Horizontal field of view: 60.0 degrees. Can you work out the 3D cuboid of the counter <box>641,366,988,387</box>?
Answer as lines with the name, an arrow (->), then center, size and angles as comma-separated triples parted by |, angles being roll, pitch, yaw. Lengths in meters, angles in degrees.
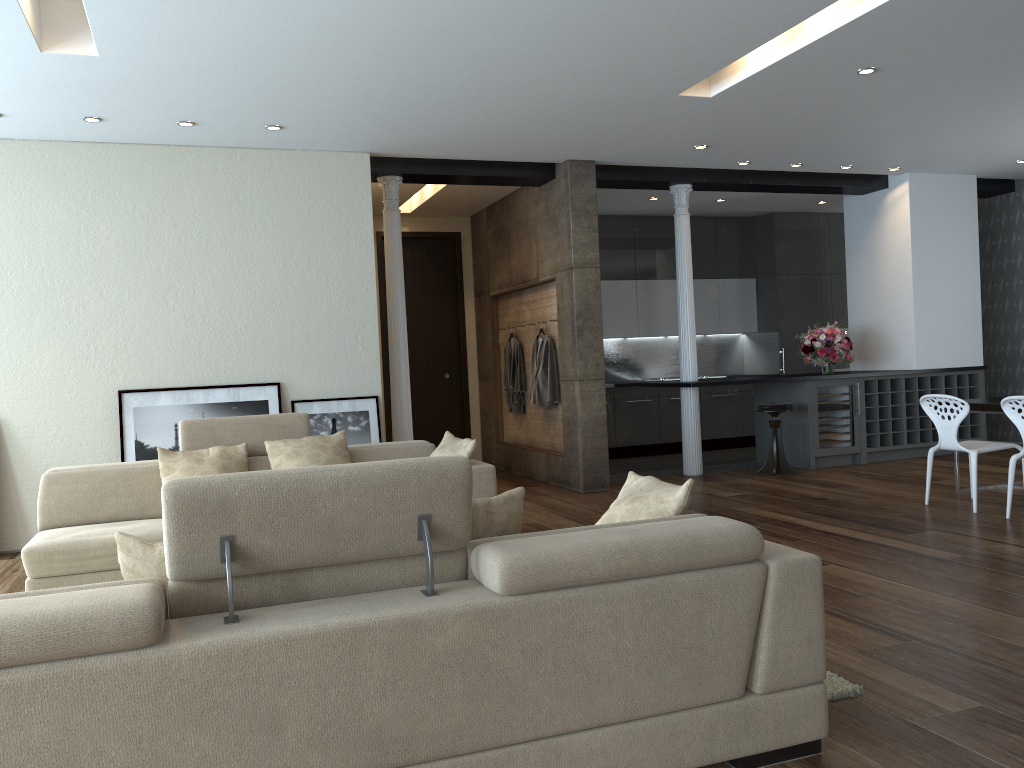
counter -> 3.256, -0.085, 9.458 | 3.700, 0.040, 1.000 | -3, 1, -20

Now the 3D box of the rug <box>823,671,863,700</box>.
rug -> -1.288, 1.162, 3.730 | 4.231, 0.020, 2.972 | -3, 1, -20

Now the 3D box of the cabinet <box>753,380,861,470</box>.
cabinet -> 3.118, 0.392, 9.410 | 0.642, 0.897, 0.900 | -3, 1, -20

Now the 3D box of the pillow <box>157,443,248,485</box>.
pillow -> -1.816, 0.571, 5.274 | 0.519, 0.416, 0.368 | -3, 1, -24

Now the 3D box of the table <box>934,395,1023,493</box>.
table -> 4.540, 0.483, 5.731 | 1.200, 0.733, 3.400 | -3, 1, -20

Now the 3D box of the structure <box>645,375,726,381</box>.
structure -> 2.216, -0.062, 11.322 | 0.900, 0.066, 0.520 | -3, 1, -20

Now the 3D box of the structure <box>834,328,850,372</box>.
structure -> 4.435, -0.445, 12.041 | 0.595, 0.596, 0.591 | -3, 1, -20

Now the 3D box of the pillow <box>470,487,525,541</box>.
pillow -> -0.221, 0.537, 2.701 | 0.534, 0.439, 0.301 | -3, 1, -16

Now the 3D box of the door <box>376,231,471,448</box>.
door -> -1.068, -0.390, 10.591 | 1.037, 2.814, 0.246 | -3, 1, -20

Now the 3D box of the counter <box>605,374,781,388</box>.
counter -> 1.640, 0.079, 11.158 | 3.597, 0.223, 0.807 | -3, 1, -20

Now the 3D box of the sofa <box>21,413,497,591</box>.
sofa -> -1.462, 0.670, 5.401 | 2.581, 0.950, 1.021 | -3, 1, -20

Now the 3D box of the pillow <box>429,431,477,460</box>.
pillow -> -0.438, 0.511, 5.533 | 0.395, 0.393, 0.518 | -3, 1, -23

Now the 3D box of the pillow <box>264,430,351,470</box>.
pillow -> -1.234, 0.528, 5.498 | 0.534, 0.439, 0.301 | -3, 1, -23

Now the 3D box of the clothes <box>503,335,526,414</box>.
clothes -> 0.001, -0.102, 9.692 | 0.141, 0.855, 0.569 | -3, 1, -20

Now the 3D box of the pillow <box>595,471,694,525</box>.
pillow -> 0.413, 0.519, 3.184 | 0.395, 0.393, 0.518 | -3, 1, -16

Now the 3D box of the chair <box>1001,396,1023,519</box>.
chair -> 3.555, 0.477, 5.791 | 0.581, 0.835, 0.495 | -3, 1, -20

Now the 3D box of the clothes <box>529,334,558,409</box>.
clothes -> 0.297, -0.124, 8.843 | 0.173, 0.735, 0.700 | -3, 1, -21

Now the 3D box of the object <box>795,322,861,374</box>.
object -> 3.333, -0.381, 9.380 | 0.544, 0.552, 0.570 | -3, 1, -14

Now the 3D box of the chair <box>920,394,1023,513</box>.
chair -> 3.320, 0.475, 6.452 | 0.581, 0.835, 0.495 | -3, 1, -20

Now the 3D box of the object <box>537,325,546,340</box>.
object -> 0.296, -0.512, 8.830 | 0.010, 0.219, 0.430 | -3, 1, -20

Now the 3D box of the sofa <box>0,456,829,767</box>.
sofa -> -0.458, 0.680, 2.631 | 2.581, 0.950, 1.021 | -3, 1, -20

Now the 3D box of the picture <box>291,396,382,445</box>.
picture -> -1.386, 0.609, 7.145 | 0.700, 0.988, 0.195 | -3, 1, -20

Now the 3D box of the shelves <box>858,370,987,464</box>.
shelves -> 4.218, 0.331, 9.808 | 1.700, 0.897, 0.900 | -3, 1, -20

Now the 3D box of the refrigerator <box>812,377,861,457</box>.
refrigerator -> 3.290, 0.332, 9.012 | 0.578, 0.774, 0.075 | -3, 1, -16

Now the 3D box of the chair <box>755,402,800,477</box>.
chair -> 2.968, 0.712, 5.307 | 16.134, 0.952, 21.556 | -3, 1, -20

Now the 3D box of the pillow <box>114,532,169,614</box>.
pillow -> -0.811, 0.580, 2.501 | 0.519, 0.416, 0.368 | -3, 1, -15

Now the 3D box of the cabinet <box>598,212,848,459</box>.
cabinet -> 3.399, -0.721, 11.782 | 7.409, 2.980, 0.827 | -3, 1, -20

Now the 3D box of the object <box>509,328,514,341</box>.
object -> 0.000, -0.515, 9.683 | 0.010, 0.219, 0.430 | -3, 1, -20

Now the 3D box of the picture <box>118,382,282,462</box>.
picture -> -2.344, 0.588, 6.784 | 1.183, 1.140, 0.225 | -3, 1, -20
